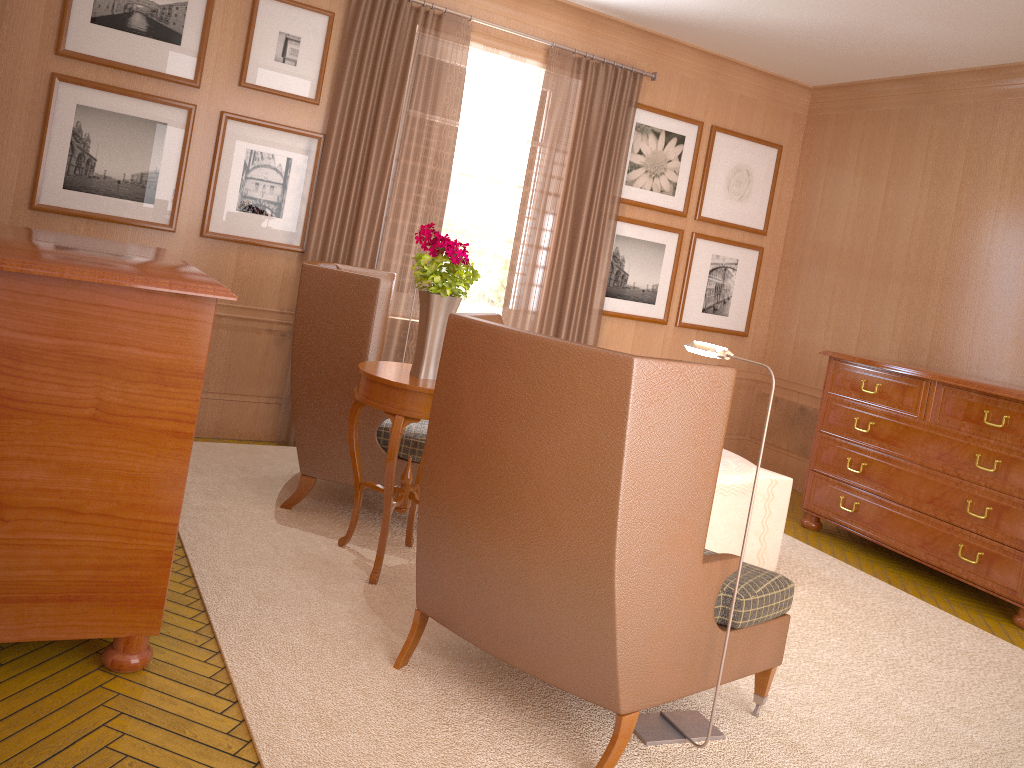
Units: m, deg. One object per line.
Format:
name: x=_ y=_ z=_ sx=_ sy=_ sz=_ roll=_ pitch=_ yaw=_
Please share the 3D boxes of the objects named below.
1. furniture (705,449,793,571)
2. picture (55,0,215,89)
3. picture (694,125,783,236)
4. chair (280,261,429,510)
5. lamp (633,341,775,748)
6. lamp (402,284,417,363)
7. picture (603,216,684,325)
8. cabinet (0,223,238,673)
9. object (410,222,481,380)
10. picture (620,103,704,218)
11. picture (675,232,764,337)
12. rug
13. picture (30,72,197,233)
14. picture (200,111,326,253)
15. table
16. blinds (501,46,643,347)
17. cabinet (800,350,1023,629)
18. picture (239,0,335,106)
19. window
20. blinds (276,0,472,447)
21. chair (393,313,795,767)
furniture: x=1.184 y=0.965 z=7.919 sx=1.936 sy=0.896 sz=1.981 roll=6 pitch=8 yaw=-31
picture: x=-3.444 y=-3.512 z=8.177 sx=1.240 sy=1.246 sz=0.048 roll=8 pitch=2 yaw=-29
picture: x=3.035 y=-2.690 z=11.721 sx=1.240 sy=1.246 sz=0.048 roll=8 pitch=2 yaw=-29
chair: x=-1.123 y=0.033 z=7.763 sx=1.718 sy=1.967 sz=1.926 roll=10 pitch=5 yaw=-4
lamp: x=0.970 y=0.816 z=4.691 sx=0.636 sy=2.026 sz=0.560 roll=11 pitch=2 yaw=32
lamp: x=-0.897 y=-0.071 z=8.591 sx=0.635 sy=2.021 sz=0.561 roll=11 pitch=2 yaw=23
picture: x=1.566 y=-1.431 z=11.086 sx=1.240 sy=1.246 sz=0.048 roll=8 pitch=2 yaw=-29
cabinet: x=-2.757 y=0.146 z=5.213 sx=1.405 sy=1.935 sz=2.809 roll=8 pitch=6 yaw=-29
object: x=-0.511 y=-0.586 z=6.265 sx=0.520 sy=1.086 sz=0.461 roll=9 pitch=3 yaw=-30
picture: x=1.813 y=-2.812 z=11.057 sx=1.240 sy=1.246 sz=0.048 roll=8 pitch=2 yaw=-29
picture: x=2.788 y=-1.308 z=11.750 sx=1.240 sy=1.246 sz=0.048 roll=8 pitch=2 yaw=-29
rug: x=0.937 y=1.620 z=6.318 sx=5.953 sy=0.020 sz=8.081 roll=6 pitch=9 yaw=-29
picture: x=-3.690 y=-2.131 z=8.206 sx=1.240 sy=1.246 sz=0.048 roll=8 pitch=2 yaw=-29
picture: x=-2.489 y=-2.010 z=8.860 sx=1.042 sy=1.246 sz=0.048 roll=8 pitch=2 yaw=-29
table: x=-0.752 y=0.615 z=6.304 sx=0.919 sy=1.368 sz=1.052 roll=9 pitch=4 yaw=-21
blinds: x=0.588 y=-1.467 z=10.439 sx=1.435 sy=4.777 sz=0.269 roll=9 pitch=2 yaw=-30
cabinet: x=4.435 y=0.919 z=8.747 sx=1.405 sy=1.935 sz=2.809 roll=8 pitch=6 yaw=-29
picture: x=-2.248 y=-3.362 z=8.831 sx=0.799 sy=0.955 sz=0.048 roll=8 pitch=2 yaw=-29
window: x=-0.539 y=-2.329 z=10.348 sx=2.415 sy=3.369 sz=0.857 roll=8 pitch=2 yaw=-29
blinds: x=-1.431 y=-1.664 z=9.339 sx=1.417 sy=4.787 sz=0.269 roll=9 pitch=1 yaw=-27
chair: x=0.404 y=0.717 z=4.887 sx=1.934 sy=1.968 sz=1.710 roll=13 pitch=5 yaw=36
